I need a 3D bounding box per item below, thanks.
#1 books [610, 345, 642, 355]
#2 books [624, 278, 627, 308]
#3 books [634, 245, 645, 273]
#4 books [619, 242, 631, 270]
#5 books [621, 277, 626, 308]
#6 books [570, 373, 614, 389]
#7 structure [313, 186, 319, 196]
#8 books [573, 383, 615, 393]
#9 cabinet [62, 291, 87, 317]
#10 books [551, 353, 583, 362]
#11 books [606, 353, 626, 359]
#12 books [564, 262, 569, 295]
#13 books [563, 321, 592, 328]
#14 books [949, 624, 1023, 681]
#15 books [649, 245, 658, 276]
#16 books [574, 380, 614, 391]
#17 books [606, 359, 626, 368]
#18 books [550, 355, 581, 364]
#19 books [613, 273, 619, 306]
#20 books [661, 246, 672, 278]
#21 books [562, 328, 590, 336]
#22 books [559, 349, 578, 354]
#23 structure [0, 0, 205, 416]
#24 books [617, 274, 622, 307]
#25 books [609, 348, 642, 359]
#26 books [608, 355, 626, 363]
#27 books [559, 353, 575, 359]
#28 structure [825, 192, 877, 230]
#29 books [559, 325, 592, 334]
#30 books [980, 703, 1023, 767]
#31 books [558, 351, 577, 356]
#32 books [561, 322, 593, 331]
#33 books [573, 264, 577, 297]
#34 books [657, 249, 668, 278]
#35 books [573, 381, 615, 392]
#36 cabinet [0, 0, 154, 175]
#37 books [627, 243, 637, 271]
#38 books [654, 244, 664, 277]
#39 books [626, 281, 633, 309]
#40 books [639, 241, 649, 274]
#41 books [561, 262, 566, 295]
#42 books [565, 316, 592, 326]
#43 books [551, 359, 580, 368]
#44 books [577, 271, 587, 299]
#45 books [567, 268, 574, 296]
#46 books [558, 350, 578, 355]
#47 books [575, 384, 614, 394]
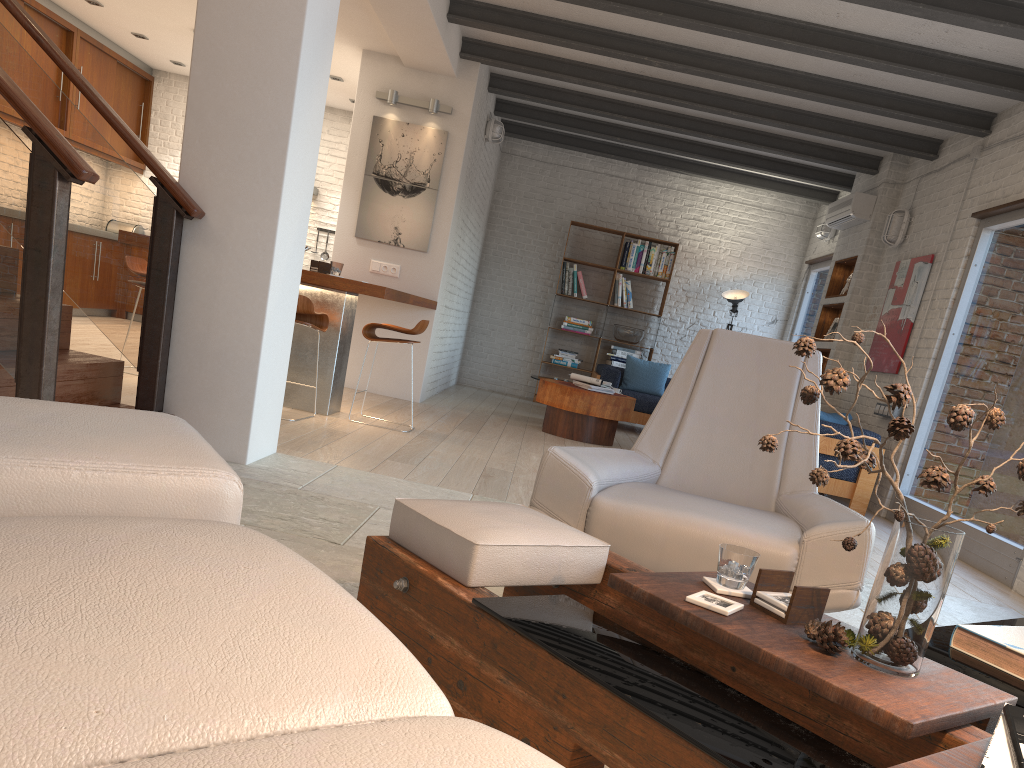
[{"bbox_3d":[1.416,-0.426,10.873,0.380,0.037,0.237,12,4,0],"label":"books"},{"bbox_3d":[1.387,-1.113,10.724,0.125,0.359,0.263,12,10,1],"label":"books"},{"bbox_3d":[1.540,-1.512,10.625,0.055,0.340,0.246,12,10,2],"label":"books"},{"bbox_3d":[1.373,-1.548,10.624,0.055,0.340,0.246,12,10,2],"label":"books"},{"bbox_3d":[1.365,-1.117,10.715,0.125,0.359,0.263,12,10,1],"label":"books"},{"bbox_3d":[0.731,-0.006,7.929,0.314,0.112,0.272,15,6,33],"label":"books"},{"bbox_3d":[-2.668,-2.780,9.883,0.986,1.024,0.442,12,12,0],"label":"structure"},{"bbox_3d":[0.740,0.035,7.886,0.255,0.011,0.307,10,4,-30],"label":"books"},{"bbox_3d":[-3.424,-1.924,9.071,4.822,2.918,2.181,8,10,-34],"label":"cabinet"},{"bbox_3d":[0.687,-0.331,10.918,0.381,0.019,0.236,12,4,-7],"label":"books"},{"bbox_3d":[1.393,-0.333,10.882,0.444,0.021,0.265,12,4,0],"label":"books"},{"bbox_3d":[0.670,-1.286,10.714,0.091,0.396,0.236,12,11,2],"label":"books"},{"bbox_3d":[0.810,-0.741,10.828,0.356,0.021,0.264,12,4,-1],"label":"books"},{"bbox_3d":[1.226,0.630,2.010,0.330,0.058,0.245,10,5,-29],"label":"books"},{"bbox_3d":[1.708,-1.490,10.613,0.021,0.370,0.263,12,10,2],"label":"books"},{"bbox_3d":[0.736,0.014,7.855,0.255,0.011,0.307,10,4,-25],"label":"books"},{"bbox_3d":[1.383,-0.233,10.905,0.382,0.066,0.236,11,5,-13],"label":"books"},{"bbox_3d":[0.667,-0.308,10.934,0.380,0.037,0.237,12,4,0],"label":"books"},{"bbox_3d":[1.280,-1.153,10.723,0.101,0.395,0.236,12,11,2],"label":"books"},{"bbox_3d":[1.868,-1.470,10.611,0.036,0.395,0.236,12,11,2],"label":"books"},{"bbox_3d":[0.792,-0.648,10.844,0.356,0.021,0.265,12,4,0],"label":"books"},{"bbox_3d":[0.705,-0.409,10.909,0.252,0.017,0.158,12,4,0],"label":"books"},{"bbox_3d":[-1.529,-1.883,4.058,10.153,4.264,13.481,12,5,1],"label":"structure"},{"bbox_3d":[1.316,-1.144,10.701,0.103,0.395,0.236,12,11,2],"label":"books"},{"bbox_3d":[1.411,-0.374,10.890,0.381,0.066,0.237,12,4,-5],"label":"books"},{"bbox_3d":[1.368,-0.298,10.879,0.327,0.057,0.247,12,4,-5],"label":"books"},{"bbox_3d":[0.692,-0.358,10.934,0.206,0.035,0.129,12,4,0],"label":"books"},{"bbox_3d":[3.268,-1.670,8.463,0.200,0.225,0.793,12,4,2],"label":"structure"},{"bbox_3d":[0.788,-0.678,10.831,0.381,0.037,0.237,12,4,-4],"label":"books"},{"bbox_3d":[0.766,0.535,1.155,0.244,0.077,0.400,15,5,33],"label":"books"},{"bbox_3d":[0.692,-0.386,10.935,0.237,0.019,0.165,12,4,-7],"label":"books"},{"bbox_3d":[0.806,-0.711,10.816,0.381,0.037,0.237,12,4,-6],"label":"books"},{"bbox_3d":[0.774,-1.261,10.703,0.121,0.393,0.236,12,11,1],"label":"books"},{"bbox_3d":[1.815,-1.452,10.612,0.055,0.340,0.246,12,10,2],"label":"books"},{"bbox_3d":[0.736,0.024,7.866,0.255,0.011,0.307,10,4,-30],"label":"books"},{"bbox_3d":[-4.499,-2.988,8.507,0.462,1.194,3.252,12,5,2],"label":"cabinet"},{"bbox_3d":[1.448,-1.530,10.607,0.055,0.340,0.246,12,10,2],"label":"books"},{"bbox_3d":[1.776,-1.489,10.610,0.036,0.395,0.236,12,11,2],"label":"books"},{"bbox_3d":[1.432,-1.093,10.712,0.158,0.339,0.246,12,10,1],"label":"books"},{"bbox_3d":[1.591,-1.528,10.599,0.036,0.395,0.236,12,11,2],"label":"books"},{"bbox_3d":[0.633,-1.293,10.706,0.091,0.396,0.236,12,11,2],"label":"books"},{"bbox_3d":[0.826,-0.777,10.817,0.326,0.057,0.248,12,4,3],"label":"books"},{"bbox_3d":[0.677,-0.257,10.937,0.324,0.057,0.250,13,4,10],"label":"books"},{"bbox_3d":[0.859,-1.213,10.733,0.195,0.328,0.246,12,10,1],"label":"books"},{"bbox_3d":[0.716,-1.251,10.739,0.102,0.344,0.246,12,10,2],"label":"books"},{"bbox_3d":[0.701,-0.397,10.925,0.242,0.008,0.152,12,4,0],"label":"books"},{"bbox_3d":[0.740,0.047,7.873,0.255,0.011,0.307,11,4,-20],"label":"books"}]
